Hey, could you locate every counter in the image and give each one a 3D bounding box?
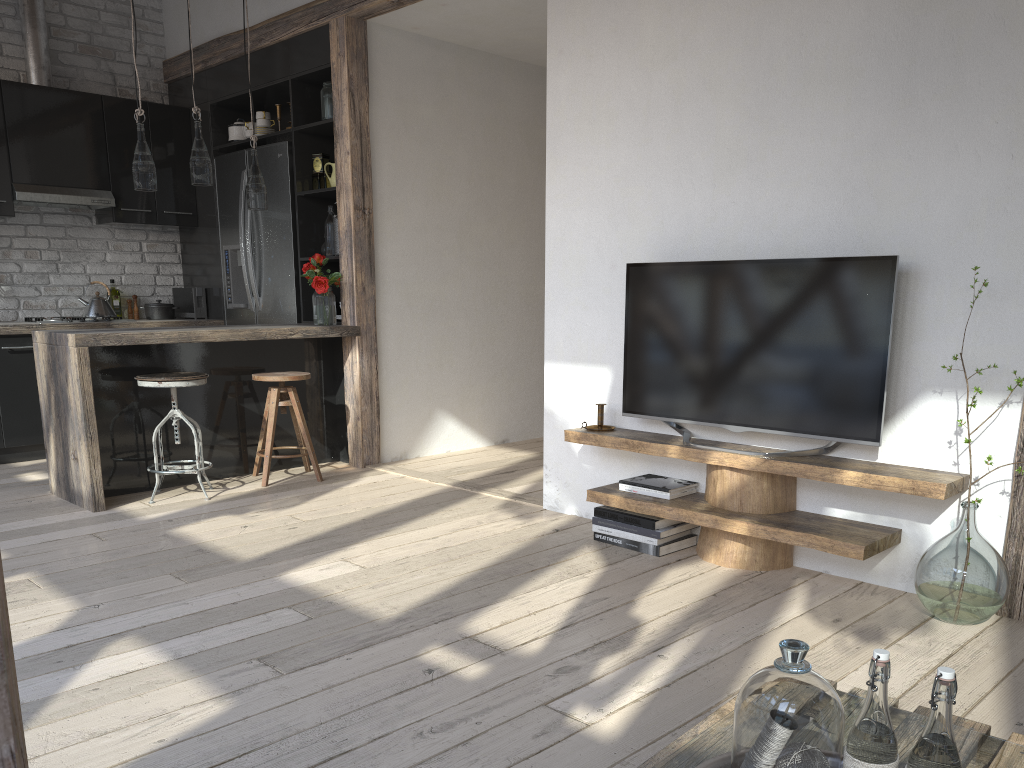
[{"bbox_3d":[-3.024,0.140,4.710,3.773,0.872,2.218,-6,9,-44],"label":"counter"}]

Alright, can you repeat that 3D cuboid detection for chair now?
[{"bbox_3d":[-1.724,0.266,4.533,0.353,0.652,0.345,-2,11,-11],"label":"chair"},{"bbox_3d":[-1.282,0.242,4.956,0.339,0.610,0.334,-5,12,-25],"label":"chair"}]

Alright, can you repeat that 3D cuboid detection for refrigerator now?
[{"bbox_3d":[-1.452,-0.575,6.126,0.932,1.968,0.841,11,16,44],"label":"refrigerator"}]

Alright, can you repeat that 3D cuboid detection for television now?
[{"bbox_3d":[0.871,-0.104,3.319,1.091,0.722,0.204,8,14,44],"label":"television"}]

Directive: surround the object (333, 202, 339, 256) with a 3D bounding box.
[{"bbox_3d":[-1.011,-0.942,5.255,0.108,0.358,0.106,-3,12,-15],"label":"object"}]

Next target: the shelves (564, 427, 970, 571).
[{"bbox_3d":[0.847,0.479,3.410,1.586,0.461,0.327,6,12,44],"label":"shelves"}]

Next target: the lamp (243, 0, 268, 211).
[{"bbox_3d":[-1.336,-1.609,4.569,0.108,1.374,0.222,-12,17,-42],"label":"lamp"}]

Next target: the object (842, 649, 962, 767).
[{"bbox_3d":[0.524,0.495,1.179,0.152,0.274,0.070,11,16,44],"label":"object"}]

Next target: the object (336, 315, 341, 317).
[{"bbox_3d":[-0.982,-0.414,5.453,0.214,0.025,0.210,1,6,8],"label":"object"}]

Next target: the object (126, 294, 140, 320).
[{"bbox_3d":[-2.736,-0.558,6.348,0.079,0.188,0.038,-7,14,-31],"label":"object"}]

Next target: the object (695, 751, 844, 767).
[{"bbox_3d":[0.431,0.618,1.239,0.393,0.022,0.388,-3,6,-25],"label":"object"}]

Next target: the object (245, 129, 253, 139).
[{"bbox_3d":[-1.696,-1.629,5.779,0.106,0.069,0.092,1,8,7],"label":"object"}]

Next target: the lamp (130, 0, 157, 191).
[{"bbox_3d":[-1.762,-1.593,4.147,0.107,1.319,0.222,-12,17,-42],"label":"lamp"}]

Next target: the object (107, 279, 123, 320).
[{"bbox_3d":[-2.807,-0.598,6.240,0.081,0.289,0.088,10,16,39],"label":"object"}]

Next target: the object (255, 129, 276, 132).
[{"bbox_3d":[-1.596,-1.619,5.671,0.149,0.027,0.146,0,6,-3],"label":"object"}]

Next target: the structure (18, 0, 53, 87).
[{"bbox_3d":[-2.750,-2.552,5.828,0.971,1.315,0.168,-10,16,-44],"label":"structure"}]

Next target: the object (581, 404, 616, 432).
[{"bbox_3d":[0.388,0.144,3.856,0.139,0.115,0.137,4,10,27],"label":"object"}]

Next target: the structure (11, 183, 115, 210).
[{"bbox_3d":[-2.979,-1.223,5.762,0.594,0.106,0.364,-6,9,-45],"label":"structure"}]

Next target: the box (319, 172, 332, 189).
[{"bbox_3d":[-1.123,-1.230,5.376,0.082,0.116,0.081,-7,13,-34],"label":"box"}]

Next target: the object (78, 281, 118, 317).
[{"bbox_3d":[-2.771,-0.568,5.889,0.220,0.241,0.218,7,12,34],"label":"object"}]

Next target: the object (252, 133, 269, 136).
[{"bbox_3d":[-1.596,-1.596,5.677,0.148,0.023,0.146,-2,6,-18],"label":"object"}]

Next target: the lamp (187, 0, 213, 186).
[{"bbox_3d":[-1.562,-1.639,4.347,0.107,1.268,0.235,-8,15,-33],"label":"lamp"}]

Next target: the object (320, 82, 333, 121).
[{"bbox_3d":[-1.044,-1.630,5.099,0.123,0.211,0.123,-9,14,-40],"label":"object"}]

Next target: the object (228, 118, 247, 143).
[{"bbox_3d":[-1.825,-1.701,5.948,0.186,0.178,0.203,-1,9,-4],"label":"object"}]

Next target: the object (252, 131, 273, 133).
[{"bbox_3d":[-1.596,-1.608,5.673,0.149,0.027,0.146,0,6,-3],"label":"object"}]

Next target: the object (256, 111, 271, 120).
[{"bbox_3d":[-1.590,-1.707,5.645,0.105,0.069,0.093,5,9,30],"label":"object"}]

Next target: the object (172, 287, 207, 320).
[{"bbox_3d":[-2.375,-0.593,6.477,0.348,0.232,0.087,8,14,44],"label":"object"}]

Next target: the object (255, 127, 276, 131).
[{"bbox_3d":[-1.596,-1.631,5.668,0.149,0.027,0.146,0,6,-3],"label":"object"}]

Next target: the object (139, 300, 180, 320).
[{"bbox_3d":[-2.554,-0.539,6.378,0.207,0.144,0.244,8,11,43],"label":"object"}]

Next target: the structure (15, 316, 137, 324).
[{"bbox_3d":[-2.903,-0.429,5.861,0.599,0.032,0.491,-6,8,-45],"label":"structure"}]

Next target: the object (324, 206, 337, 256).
[{"bbox_3d":[-1.102,-0.930,5.371,0.085,0.309,0.084,9,15,36],"label":"object"}]

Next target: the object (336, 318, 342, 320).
[{"bbox_3d":[-0.982,-0.398,5.456,0.214,0.025,0.210,0,6,3],"label":"object"}]

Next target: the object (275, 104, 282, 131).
[{"bbox_3d":[-1.450,-1.650,5.482,0.059,0.171,0.058,7,14,29],"label":"object"}]

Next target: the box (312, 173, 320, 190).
[{"bbox_3d":[-1.182,-1.237,5.439,0.082,0.116,0.082,10,14,44],"label":"box"}]

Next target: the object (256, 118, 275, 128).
[{"bbox_3d":[-1.590,-1.663,5.661,0.105,0.069,0.093,-5,10,-34],"label":"object"}]

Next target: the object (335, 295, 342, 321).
[{"bbox_3d":[-1.159,-0.482,5.556,0.133,0.169,0.132,7,12,34],"label":"object"}]

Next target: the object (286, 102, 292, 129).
[{"bbox_3d":[-1.337,-1.641,5.374,0.096,0.176,0.094,4,12,18],"label":"object"}]

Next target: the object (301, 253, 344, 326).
[{"bbox_3d":[-1.113,-0.554,5.161,0.251,0.425,0.305,-2,10,-12],"label":"object"}]

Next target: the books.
[{"bbox_3d":[0.564,0.540,3.706,0.356,0.271,0.287,8,12,44],"label":"books"}]

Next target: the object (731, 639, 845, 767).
[{"bbox_3d":[0.407,0.494,1.295,0.156,0.253,0.152,3,11,13],"label":"object"}]

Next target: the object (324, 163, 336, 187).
[{"bbox_3d":[-1.031,-1.251,5.295,0.148,0.174,0.133,6,12,30],"label":"object"}]

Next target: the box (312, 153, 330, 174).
[{"bbox_3d":[-1.167,-1.346,5.382,0.082,0.116,0.081,5,11,24],"label":"box"}]

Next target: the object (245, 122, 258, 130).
[{"bbox_3d":[-1.700,-1.675,5.764,0.094,0.069,0.104,-3,8,-17],"label":"object"}]

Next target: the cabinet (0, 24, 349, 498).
[{"bbox_3d":[-2.929,-0.708,4.715,4.171,2.567,2.069,-8,12,-44],"label":"cabinet"}]

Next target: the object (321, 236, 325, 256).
[{"bbox_3d":[-1.134,-0.904,5.524,0.131,0.225,0.130,-7,13,-33],"label":"object"}]

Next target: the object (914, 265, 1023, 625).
[{"bbox_3d":[1.546,0.211,2.674,0.512,1.147,0.270,7,14,30],"label":"object"}]
